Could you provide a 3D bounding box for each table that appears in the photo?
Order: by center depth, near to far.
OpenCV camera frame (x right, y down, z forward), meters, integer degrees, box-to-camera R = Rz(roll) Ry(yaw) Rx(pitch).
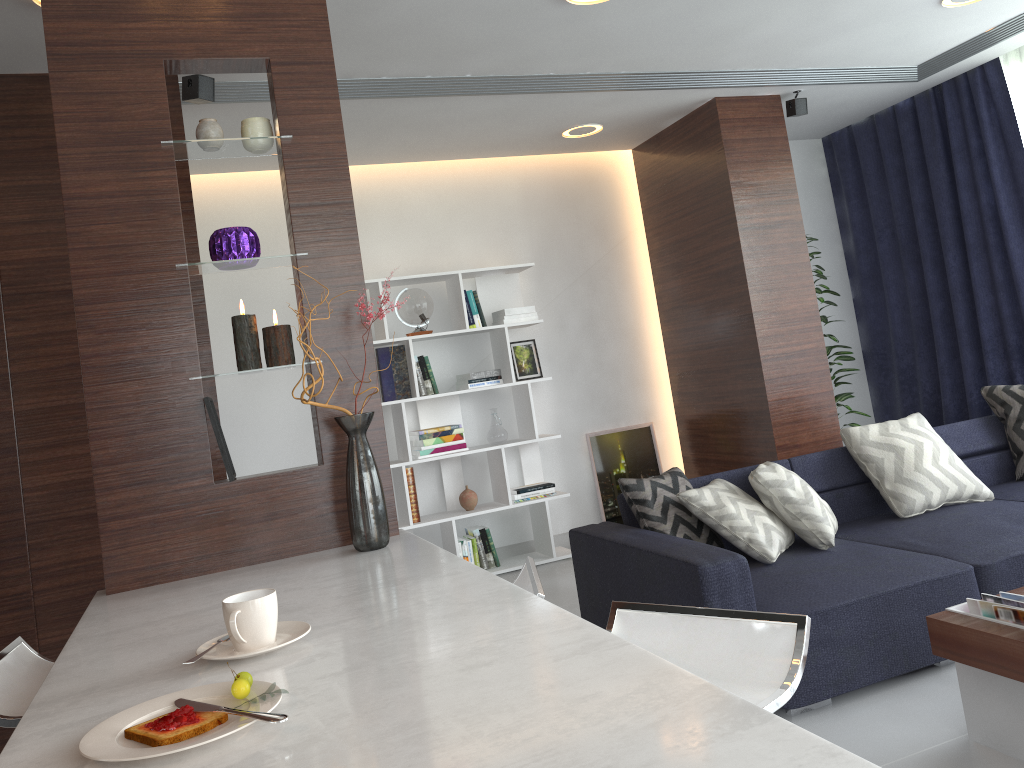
[{"bbox_3d":[1.632,0.707,2.110,0.803,0.354,0.799,-8,0,-20],"label":"table"}]

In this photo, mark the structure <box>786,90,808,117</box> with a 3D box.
[{"bbox_3d":[1.692,-1.659,5.254,0.085,0.143,0.113,-8,-3,-15],"label":"structure"}]

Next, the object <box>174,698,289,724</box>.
[{"bbox_3d":[-0.359,0.406,1.099,0.247,0.008,0.026,-8,0,39],"label":"object"}]

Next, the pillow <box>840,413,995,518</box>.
[{"bbox_3d":[1.746,0.348,3.840,0.497,0.390,0.340,-8,-2,-20],"label":"pillow"}]

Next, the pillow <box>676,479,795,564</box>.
[{"bbox_3d":[0.882,0.520,3.417,0.328,0.296,0.417,-10,-2,32],"label":"pillow"}]

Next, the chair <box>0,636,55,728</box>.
[{"bbox_3d":[-0.759,0.875,1.771,0.465,0.745,0.393,-8,-4,-14],"label":"chair"}]

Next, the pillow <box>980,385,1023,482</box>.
[{"bbox_3d":[2.613,0.233,4.163,0.596,0.521,0.354,-9,-3,10],"label":"pillow"}]

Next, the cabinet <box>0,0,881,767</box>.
[{"bbox_3d":[-0.206,-0.120,0.871,0.789,2.565,3.308,-7,-2,-20],"label":"cabinet"}]

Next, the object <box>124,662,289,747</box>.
[{"bbox_3d":[-0.884,0.393,0.412,0.139,0.223,1.885,-11,-1,35],"label":"object"}]

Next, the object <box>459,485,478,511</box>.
[{"bbox_3d":[-0.263,0.684,5.309,0.112,0.148,0.121,-7,-3,-23],"label":"object"}]

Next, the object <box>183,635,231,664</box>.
[{"bbox_3d":[-0.474,0.426,1.418,0.036,0.012,0.165,-9,0,5],"label":"object"}]

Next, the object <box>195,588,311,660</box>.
[{"bbox_3d":[-0.423,0.388,1.439,0.183,0.087,0.180,-8,-1,-44],"label":"object"}]

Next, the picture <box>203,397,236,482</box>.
[{"bbox_3d":[-0.764,0.143,2.315,0.051,0.223,0.174,-7,-3,-16],"label":"picture"}]

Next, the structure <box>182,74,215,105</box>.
[{"bbox_3d":[-1.263,-1.201,3.556,0.113,0.143,0.084,-10,-4,30],"label":"structure"}]

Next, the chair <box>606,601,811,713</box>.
[{"bbox_3d":[0.229,0.745,1.268,0.392,0.713,0.465,-12,-4,42],"label":"chair"}]

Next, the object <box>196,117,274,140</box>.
[{"bbox_3d":[-0.770,-0.691,2.452,0.219,0.086,0.087,-8,-2,-37],"label":"object"}]

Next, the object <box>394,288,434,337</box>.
[{"bbox_3d":[-0.577,-0.395,5.315,0.235,0.386,0.219,-9,-3,0],"label":"object"}]

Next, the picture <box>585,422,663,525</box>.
[{"bbox_3d":[0.780,0.636,5.829,0.502,0.703,0.083,-7,-5,-20],"label":"picture"}]

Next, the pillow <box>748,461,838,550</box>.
[{"bbox_3d":[1.136,0.473,3.542,0.279,0.353,0.419,-10,-2,23],"label":"pillow"}]

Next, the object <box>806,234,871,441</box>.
[{"bbox_3d":[2.034,-0.135,5.766,0.499,1.856,0.484,-12,-5,38],"label":"object"}]

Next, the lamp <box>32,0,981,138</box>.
[{"bbox_3d":[-1.703,-1.155,1.367,9.632,0.085,5.299,-9,0,-34],"label":"lamp"}]

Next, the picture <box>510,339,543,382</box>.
[{"bbox_3d":[0.088,-0.154,5.697,0.182,0.257,0.058,-7,-4,-20],"label":"picture"}]

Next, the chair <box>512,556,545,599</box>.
[{"bbox_3d":[-0.119,0.793,1.862,0.464,0.713,0.394,-8,-3,-3],"label":"chair"}]

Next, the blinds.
[{"bbox_3d":[1.206,-0.456,2.465,5.817,2.787,7.086,-8,0,-16],"label":"blinds"}]

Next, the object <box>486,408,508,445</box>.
[{"bbox_3d":[-0.099,0.259,5.400,0.132,0.221,0.131,-8,-3,-14],"label":"object"}]

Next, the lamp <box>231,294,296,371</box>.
[{"bbox_3d":[-0.675,-0.143,2.385,0.153,0.211,0.077,-8,-4,-8],"label":"lamp"}]

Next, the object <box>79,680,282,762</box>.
[{"bbox_3d":[-0.408,0.424,1.102,0.236,0.019,0.239,-8,1,42],"label":"object"}]

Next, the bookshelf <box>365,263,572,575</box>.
[{"bbox_3d":[-0.310,0.235,5.368,1.154,1.831,0.297,-7,-5,-20],"label":"bookshelf"}]

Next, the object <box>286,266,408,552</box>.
[{"bbox_3d":[-0.376,0.047,2.222,0.389,0.739,0.196,-6,-5,-39],"label":"object"}]

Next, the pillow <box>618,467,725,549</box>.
[{"bbox_3d":[0.635,0.521,3.434,0.219,0.388,0.417,-11,-3,40],"label":"pillow"}]

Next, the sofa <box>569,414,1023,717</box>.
[{"bbox_3d":[1.903,0.530,3.174,2.883,0.611,1.885,-9,0,-20],"label":"sofa"}]

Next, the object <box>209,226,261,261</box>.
[{"bbox_3d":[-0.755,-0.370,2.405,0.134,0.098,0.132,-9,-1,20],"label":"object"}]
